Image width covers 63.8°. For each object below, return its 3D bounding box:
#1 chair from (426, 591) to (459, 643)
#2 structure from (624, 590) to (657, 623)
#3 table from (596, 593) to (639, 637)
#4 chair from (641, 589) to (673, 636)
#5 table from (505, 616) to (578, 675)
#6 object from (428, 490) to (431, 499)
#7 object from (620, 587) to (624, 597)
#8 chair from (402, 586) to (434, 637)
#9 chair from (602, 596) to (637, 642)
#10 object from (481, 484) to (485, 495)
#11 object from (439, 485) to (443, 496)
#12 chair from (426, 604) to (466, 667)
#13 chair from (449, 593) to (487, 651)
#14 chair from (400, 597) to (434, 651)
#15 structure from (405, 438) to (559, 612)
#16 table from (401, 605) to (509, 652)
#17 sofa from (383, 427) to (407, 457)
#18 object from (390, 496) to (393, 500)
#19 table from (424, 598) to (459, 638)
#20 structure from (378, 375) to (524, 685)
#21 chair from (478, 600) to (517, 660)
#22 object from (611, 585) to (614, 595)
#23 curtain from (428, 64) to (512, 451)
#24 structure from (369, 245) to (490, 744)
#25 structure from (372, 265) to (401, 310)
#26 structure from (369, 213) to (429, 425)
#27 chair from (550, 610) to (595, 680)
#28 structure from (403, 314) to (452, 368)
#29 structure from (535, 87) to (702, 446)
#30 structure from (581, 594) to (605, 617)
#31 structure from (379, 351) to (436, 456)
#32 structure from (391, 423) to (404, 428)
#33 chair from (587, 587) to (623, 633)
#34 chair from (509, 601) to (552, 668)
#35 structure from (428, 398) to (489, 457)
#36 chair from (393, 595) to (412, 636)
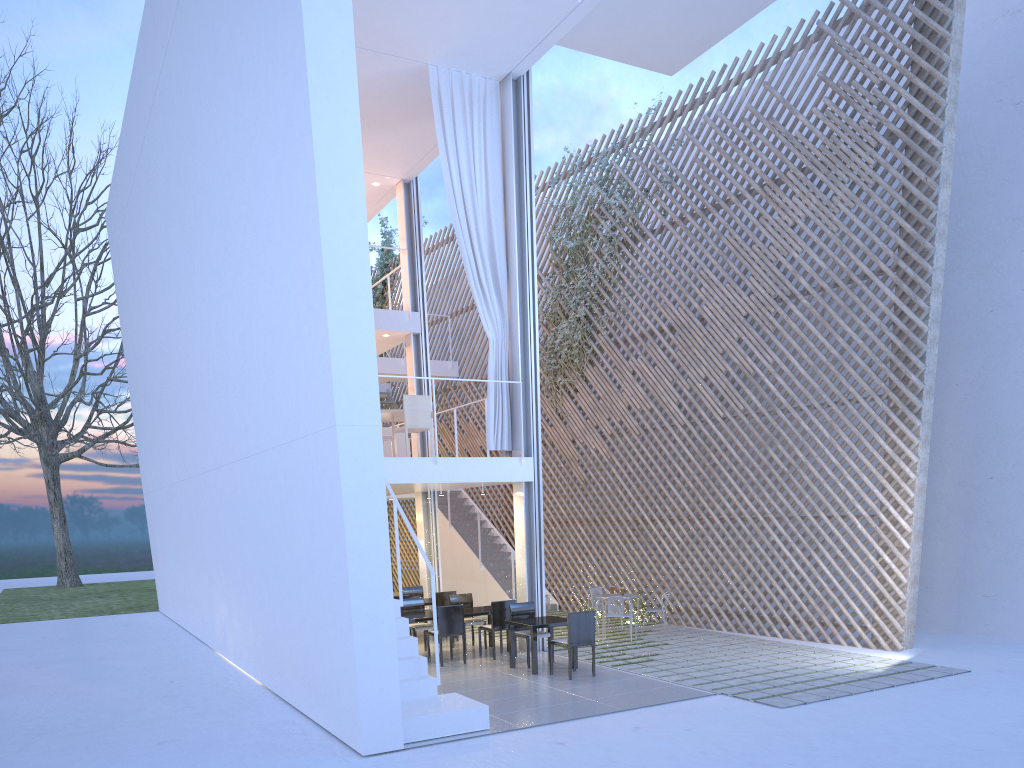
[{"bbox_3d":[-0.588,1.920,6.805,0.188,0.456,0.231,-7,10,-29],"label":"chair"},{"bbox_3d":[1.142,2.032,7.506,0.288,0.335,0.313,-5,4,-44],"label":"structure"},{"bbox_3d":[0.873,1.913,6.813,0.349,0.346,0.337,-1,2,23],"label":"table"},{"bbox_3d":[1.193,1.873,6.763,0.249,0.395,0.249,-1,6,11],"label":"chair"},{"bbox_3d":[0.203,1.726,5.453,0.354,0.343,0.346,-3,2,-29],"label":"table"},{"bbox_3d":[-0.697,0.924,6.898,0.029,0.082,0.027,-5,11,-17],"label":"object"},{"bbox_3d":[0.897,1.688,6.682,0.031,0.080,0.029,1,10,16],"label":"object"},{"bbox_3d":[-0.816,1.992,7.207,0.188,0.456,0.231,-7,10,-29],"label":"chair"},{"bbox_3d":[0.838,1.842,6.483,0.263,0.395,0.236,0,7,16],"label":"chair"},{"bbox_3d":[-1.375,1.261,6.486,1.653,0.842,1.834,0,-5,-31],"label":"object"},{"bbox_3d":[-0.508,0.760,5.891,0.029,0.082,0.027,-5,11,-17],"label":"object"},{"bbox_3d":[-0.468,1.754,5.771,0.188,0.456,0.231,-7,10,-29],"label":"chair"},{"bbox_3d":[-0.337,1.842,6.363,0.188,0.456,0.231,-7,10,-29],"label":"chair"},{"bbox_3d":[-0.696,1.825,6.173,0.188,0.456,0.231,-7,10,-29],"label":"chair"},{"bbox_3d":[-0.599,1.491,8.839,1.155,2.035,1.937,-7,5,-36],"label":"structure"},{"bbox_3d":[-0.471,1.850,6.084,0.907,0.341,0.346,1,0,-28],"label":"table"},{"bbox_3d":[-1.346,0.618,7.243,0.494,0.378,0.980,-2,-5,-29],"label":"sofa"},{"bbox_3d":[-0.991,0.911,6.743,0.029,0.082,0.027,-5,11,-17],"label":"object"},{"bbox_3d":[-0.924,1.992,6.885,0.907,0.341,0.346,1,0,-28],"label":"table"},{"bbox_3d":[-0.164,0.766,4.935,1.344,1.858,1.411,-5,6,-29],"label":"structure"},{"bbox_3d":[-0.109,1.771,5.961,0.188,0.456,0.231,-7,10,-29],"label":"chair"},{"bbox_3d":[0.839,1.719,6.864,0.031,0.080,0.029,1,10,16],"label":"object"},{"bbox_3d":[-0.254,-0.761,5.486,0.502,2.519,0.093,-9,14,-29],"label":"curtain"},{"bbox_3d":[-0.703,0.260,5.346,1.696,3.432,3.606,-7,4,-30],"label":"structure"},{"bbox_3d":[-1.275,-0.680,7.910,0.027,0.569,1.694,-9,-2,-30],"label":"structure"},{"bbox_3d":[-2.201,0.316,11.669,1.087,4.701,3.234,-9,9,-32],"label":"structure"},{"bbox_3d":[0.375,1.627,5.160,0.188,0.456,0.231,-7,10,-29],"label":"chair"},{"bbox_3d":[-1.196,-0.498,9.070,1.128,0.589,0.026,0,10,-27],"label":"structure"},{"bbox_3d":[0.803,-0.829,7.500,0.717,2.830,2.326,-11,9,-38],"label":"structure"},{"bbox_3d":[0.812,2.164,8.061,0.264,0.270,0.257,-3,3,-21],"label":"structure"},{"bbox_3d":[-1.513,0.354,10.270,0.520,1.960,1.232,-10,10,-35],"label":"structure"},{"bbox_3d":[-1.228,0.724,8.224,0.027,0.569,1.694,-9,-2,-30],"label":"structure"},{"bbox_3d":[0.781,1.942,7.109,0.258,0.395,0.240,-5,7,-29],"label":"chair"},{"bbox_3d":[0.131,1.704,5.591,0.188,0.456,0.231,-7,10,-29],"label":"chair"},{"bbox_3d":[-0.332,0.443,6.641,0.027,0.569,1.692,-9,-2,-30],"label":"structure"},{"bbox_3d":[-0.946,1.904,6.615,0.188,0.456,0.231,-7,10,-29],"label":"chair"}]
